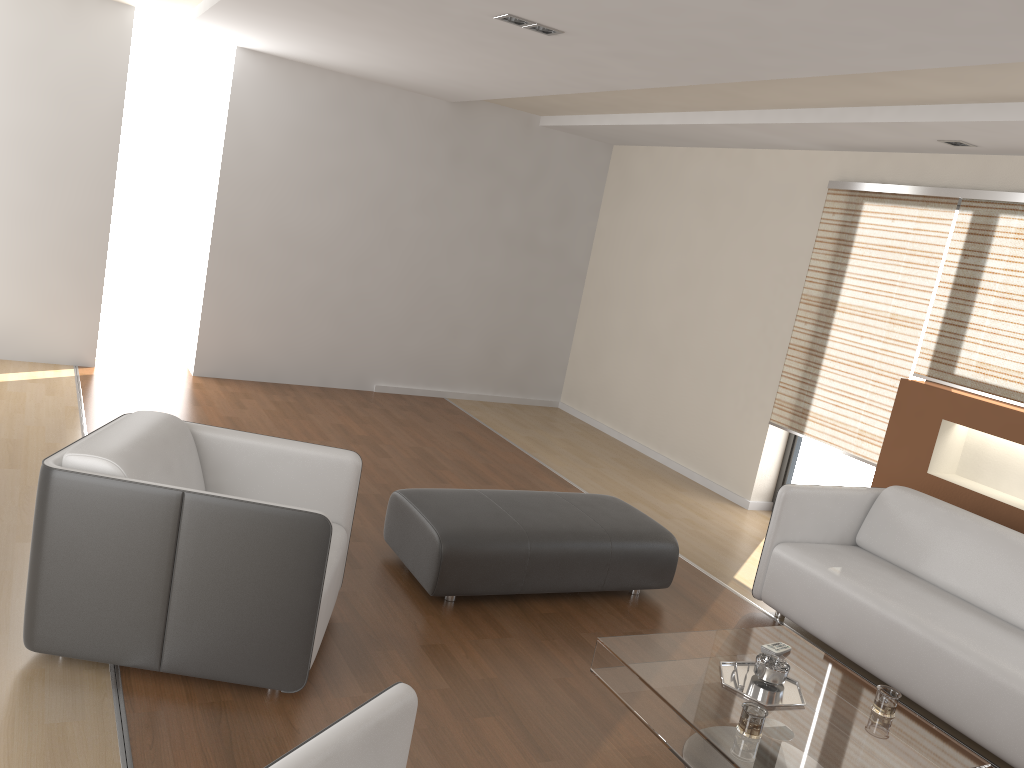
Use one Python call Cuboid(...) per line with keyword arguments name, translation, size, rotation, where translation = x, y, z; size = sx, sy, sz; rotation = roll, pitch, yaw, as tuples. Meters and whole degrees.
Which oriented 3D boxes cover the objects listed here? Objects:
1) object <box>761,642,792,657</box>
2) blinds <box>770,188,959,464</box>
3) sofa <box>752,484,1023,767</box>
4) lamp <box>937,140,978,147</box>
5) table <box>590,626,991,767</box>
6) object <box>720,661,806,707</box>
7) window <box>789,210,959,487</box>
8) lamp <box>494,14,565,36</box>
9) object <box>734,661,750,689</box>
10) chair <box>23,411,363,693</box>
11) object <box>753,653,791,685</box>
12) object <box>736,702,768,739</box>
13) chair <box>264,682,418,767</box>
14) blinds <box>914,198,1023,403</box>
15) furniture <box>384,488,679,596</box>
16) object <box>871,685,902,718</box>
Cuboid(name="object", translation=(0.976, 0.973, 3.262), size=(0.064, 0.029, 0.158), rotation=(20, 13, 41))
Cuboid(name="blinds", translation=(2.164, -0.401, 5.595), size=(0.001, 1.635, 0.980), rotation=(6, 12, -29))
Cuboid(name="sofa", translation=(2.153, 1.071, 3.654), size=(0.919, 0.661, 2.238), rotation=(6, 12, -29))
Cuboid(name="lamp", translation=(2.398, -1.331, 4.755), size=(0.146, 0.087, 0.146), rotation=(6, 12, -29))
Cuboid(name="table", translation=(0.865, 1.177, 2.951), size=(0.900, 0.300, 0.900), rotation=(6, 12, -29))
Cuboid(name="object", translation=(0.837, 1.006, 2.978), size=(0.315, 0.011, 0.273), rotation=(7, 11, -22))
Cuboid(name="window", translation=(2.353, -0.131, 5.772), size=(0.010, 2.093, 0.889), rotation=(6, 12, -29))
Cuboid(name="lamp", translation=(0.085, -1.644, 3.958), size=(0.291, 0.087, 0.146), rotation=(6, 12, -29))
Cuboid(name="object", translation=(0.774, 0.978, 2.985), size=(0.051, 0.035, 0.147), rotation=(13, 10, 12))
Cuboid(name="chair", translation=(-1.065, 0.530, 3.123), size=(0.919, 0.661, 0.767), rotation=(10, 10, -4))
Cuboid(name="object", translation=(0.884, 0.970, 3.020), size=(0.118, 0.079, 0.117), rotation=(7, 11, -22))
Cuboid(name="object", translation=(0.718, 1.007, 2.653), size=(0.079, 0.077, 0.079), rotation=(3, 13, -40))
Cuboid(name="chair", translation=(-0.163, 1.045, 1.396), size=(0.767, 0.706, 0.919), rotation=(16, 11, 25))
Cuboid(name="blinds", translation=(2.774, -0.385, 4.491), size=(0.001, 1.044, 1.432), rotation=(6, 12, -29))
Cuboid(name="furniture", translation=(0.102, 0.733, 4.273), size=(1.291, 0.301, 0.685), rotation=(6, 12, -29))
Cuboid(name="object", translation=(1.245, 1.057, 2.953), size=(0.079, 0.077, 0.079), rotation=(3, 13, -40))
